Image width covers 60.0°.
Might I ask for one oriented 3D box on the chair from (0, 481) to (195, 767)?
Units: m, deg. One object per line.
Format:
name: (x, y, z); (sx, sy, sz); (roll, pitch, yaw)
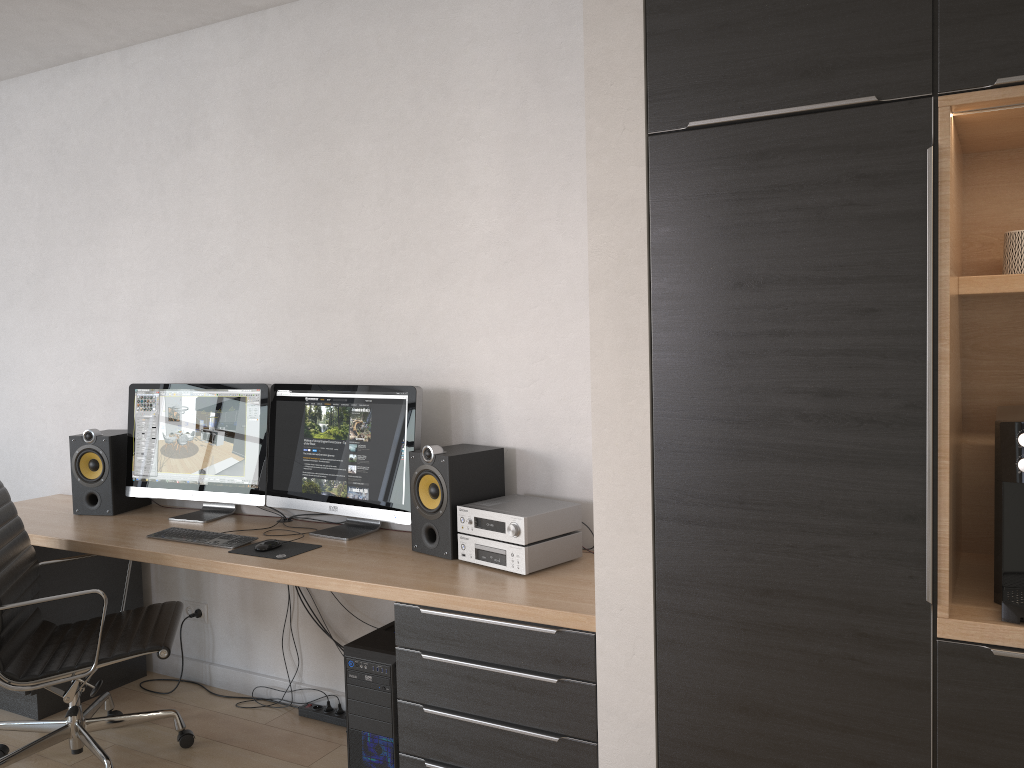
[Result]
chair: (-1.481, 0.820, 3.033); (0.699, 0.991, 0.664); (-2, 3, -10)

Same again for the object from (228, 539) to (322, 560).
object: (-0.791, 0.552, 2.967); (0.250, 0.002, 0.200); (0, 4, 29)

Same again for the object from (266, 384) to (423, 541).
object: (-0.599, 0.268, 3.172); (0.716, 0.535, 0.190); (1, 4, 34)

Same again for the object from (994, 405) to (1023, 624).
object: (1.365, 0.263, 1.861); (0.618, 0.398, 0.584); (0, 4, 29)

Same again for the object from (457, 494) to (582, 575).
object: (0.019, 0.458, 2.726); (0.285, 0.174, 0.270); (2, 5, 44)

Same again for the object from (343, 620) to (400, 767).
object: (-0.301, 1.036, 2.815); (0.215, 0.527, 0.474); (0, 4, 29)

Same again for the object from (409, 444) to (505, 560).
object: (-0.180, 0.364, 2.899); (0.198, 0.354, 0.249); (2, 5, 44)

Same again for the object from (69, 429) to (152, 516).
object: (-1.688, 0.354, 3.730); (0.198, 0.354, 0.249); (-1, 3, 14)

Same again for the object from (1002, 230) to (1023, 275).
object: (1.291, -0.306, 2.030); (0.297, 0.105, 0.112); (1, 4, 31)
